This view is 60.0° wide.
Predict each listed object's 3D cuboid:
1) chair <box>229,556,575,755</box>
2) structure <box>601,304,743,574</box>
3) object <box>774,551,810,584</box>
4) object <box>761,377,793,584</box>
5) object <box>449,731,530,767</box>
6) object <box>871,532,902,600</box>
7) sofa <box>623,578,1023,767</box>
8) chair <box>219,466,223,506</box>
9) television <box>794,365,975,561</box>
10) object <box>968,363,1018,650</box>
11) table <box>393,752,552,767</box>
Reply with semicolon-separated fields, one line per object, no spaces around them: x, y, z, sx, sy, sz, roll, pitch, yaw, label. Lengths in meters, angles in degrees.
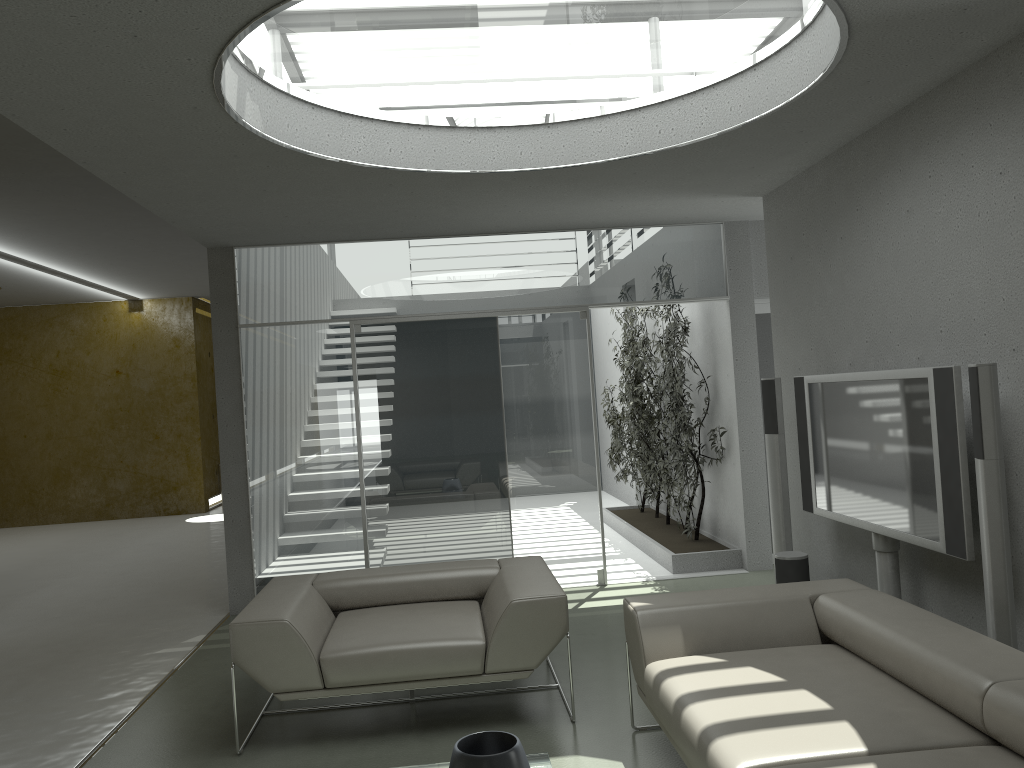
-0.509;1.269;4.363;1.481;0.583;1.039;-4;-1;-5;chair
1.278;0.201;8.531;0.646;2.589;3.371;-4;-1;-5;structure
1.601;1.199;5.048;0.175;0.461;0.185;-4;-1;-10;object
1.649;0.696;5.451;0.310;1.469;0.310;-4;-1;22;object
-0.059;1.150;2.459;0.265;0.309;0.265;-4;-1;-22;object
1.770;1.064;4.303;0.323;0.689;0.882;-4;-1;-5;object
1.099;1.135;2.463;1.037;0.585;2.791;-4;-1;-5;sofa
-4.396;1.625;14.781;0.710;0.667;0.800;-4;-1;-5;chair
1.775;0.327;4.317;0.127;0.781;1.603;-4;-1;-5;television
1.761;0.658;3.215;0.310;1.469;0.310;-3;-1;-28;object
-0.200;1.414;2.358;0.790;0.200;1.500;-4;-1;-5;table
